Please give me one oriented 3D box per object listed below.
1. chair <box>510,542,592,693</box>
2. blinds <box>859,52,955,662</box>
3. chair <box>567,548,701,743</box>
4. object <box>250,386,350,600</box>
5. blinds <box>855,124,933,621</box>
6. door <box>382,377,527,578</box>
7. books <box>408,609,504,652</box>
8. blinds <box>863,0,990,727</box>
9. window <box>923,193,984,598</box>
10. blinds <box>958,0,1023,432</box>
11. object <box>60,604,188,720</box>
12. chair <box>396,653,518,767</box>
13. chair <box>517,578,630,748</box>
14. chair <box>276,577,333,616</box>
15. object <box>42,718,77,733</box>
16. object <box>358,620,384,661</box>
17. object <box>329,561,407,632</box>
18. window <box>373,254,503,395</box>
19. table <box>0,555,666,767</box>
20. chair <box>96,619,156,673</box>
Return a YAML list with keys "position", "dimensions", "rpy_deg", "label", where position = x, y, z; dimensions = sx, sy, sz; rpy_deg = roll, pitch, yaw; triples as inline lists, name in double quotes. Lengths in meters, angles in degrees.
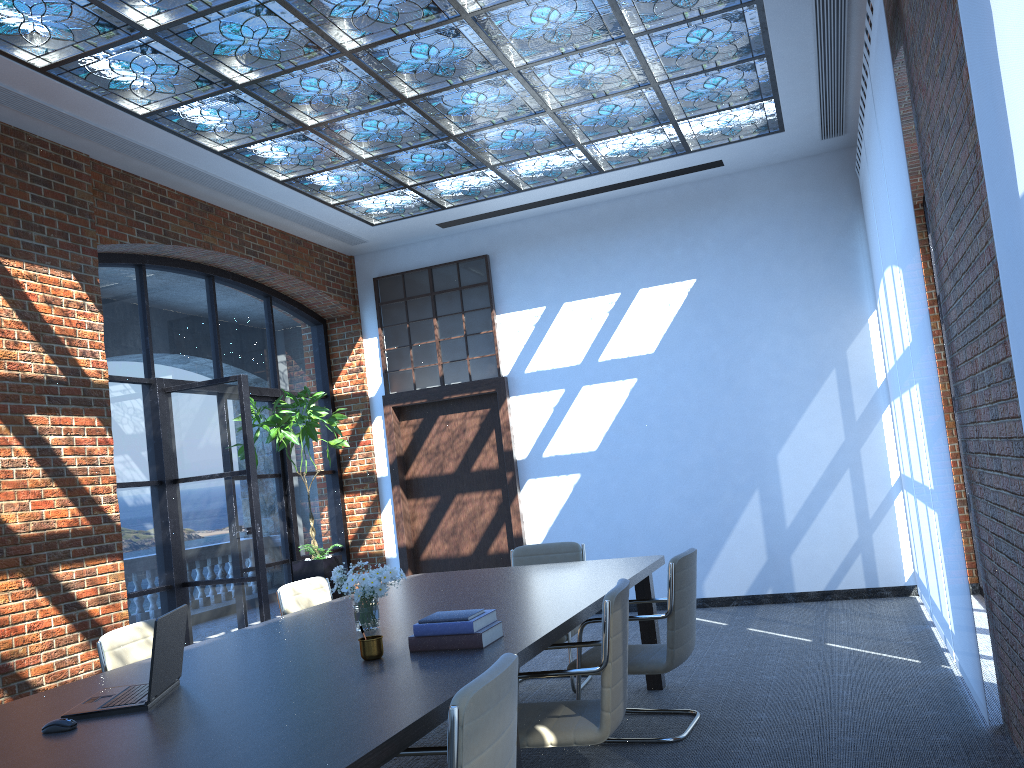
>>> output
- position: [0.187, 1.566, 5.955]
  dimensions: [0.561, 0.920, 0.707]
  rpy_deg: [-8, -5, 20]
  label: "chair"
- position: [2.614, -0.177, 5.932]
  dimensions: [0.040, 3.747, 1.220]
  rpy_deg: [-8, -4, 20]
  label: "blinds"
- position: [0.679, 1.385, 4.776]
  dimensions: [0.708, 0.920, 0.560]
  rpy_deg: [-9, -5, 23]
  label: "chair"
- position: [-1.855, 1.247, 8.167]
  dimensions: [0.947, 2.484, 1.325]
  rpy_deg: [-8, -5, 20]
  label: "object"
- position: [3.053, -0.100, 7.130]
  dimensions: [0.040, 3.747, 1.220]
  rpy_deg: [-8, -4, 20]
  label: "blinds"
- position: [-0.557, 1.233, 9.186]
  dimensions: [1.403, 2.428, 0.200]
  rpy_deg: [-8, -4, 20]
  label: "door"
- position: [-0.210, 0.928, 3.361]
  dimensions: [0.295, 0.114, 0.255]
  rpy_deg: [-8, -6, 18]
  label: "books"
- position: [2.178, -0.253, 4.743]
  dimensions: [0.040, 3.747, 1.220]
  rpy_deg: [-8, -4, 20]
  label: "blinds"
- position: [2.133, -0.325, 2.992]
  dimensions: [0.160, 3.597, 9.635]
  rpy_deg: [-8, -6, 20]
  label: "window"
- position: [1.118, -0.438, 1.850]
  dimensions: [0.040, 3.747, 1.316]
  rpy_deg: [-8, -4, 20]
  label: "blinds"
- position: [-1.301, 0.931, 3.003]
  dimensions: [0.322, 0.282, 0.391]
  rpy_deg: [-6, -5, -7]
  label: "object"
- position: [-0.306, 1.243, 2.376]
  dimensions: [0.707, 0.920, 0.561]
  rpy_deg: [-8, -5, 15]
  label: "chair"
- position: [0.193, 1.330, 3.737]
  dimensions: [0.707, 0.920, 0.561]
  rpy_deg: [-8, -5, 13]
  label: "chair"
- position: [-0.980, 1.643, 5.419]
  dimensions: [0.707, 0.920, 0.561]
  rpy_deg: [-8, -5, 20]
  label: "chair"
- position: [-1.367, 1.029, 2.673]
  dimensions: [0.101, 0.034, 0.059]
  rpy_deg: [-7, -5, 0]
  label: "object"
- position: [-0.519, 0.938, 3.253]
  dimensions: [0.091, 0.142, 0.091]
  rpy_deg: [-6, -4, -3]
  label: "object"
- position: [-0.648, 0.946, 3.988]
  dimensions: [0.330, 0.309, 0.336]
  rpy_deg: [-9, -6, 30]
  label: "object"
- position: [-0.790, -0.590, 9.255]
  dimensions: [1.331, 1.288, 0.059]
  rpy_deg: [-8, -4, 20]
  label: "window"
- position: [-0.581, 1.489, 3.861]
  dimensions: [1.813, 0.807, 4.510]
  rpy_deg: [-9, -6, 19]
  label: "table"
- position: [-1.451, 1.561, 4.134]
  dimensions: [0.707, 0.920, 0.561]
  rpy_deg: [-7, -4, 8]
  label: "chair"
